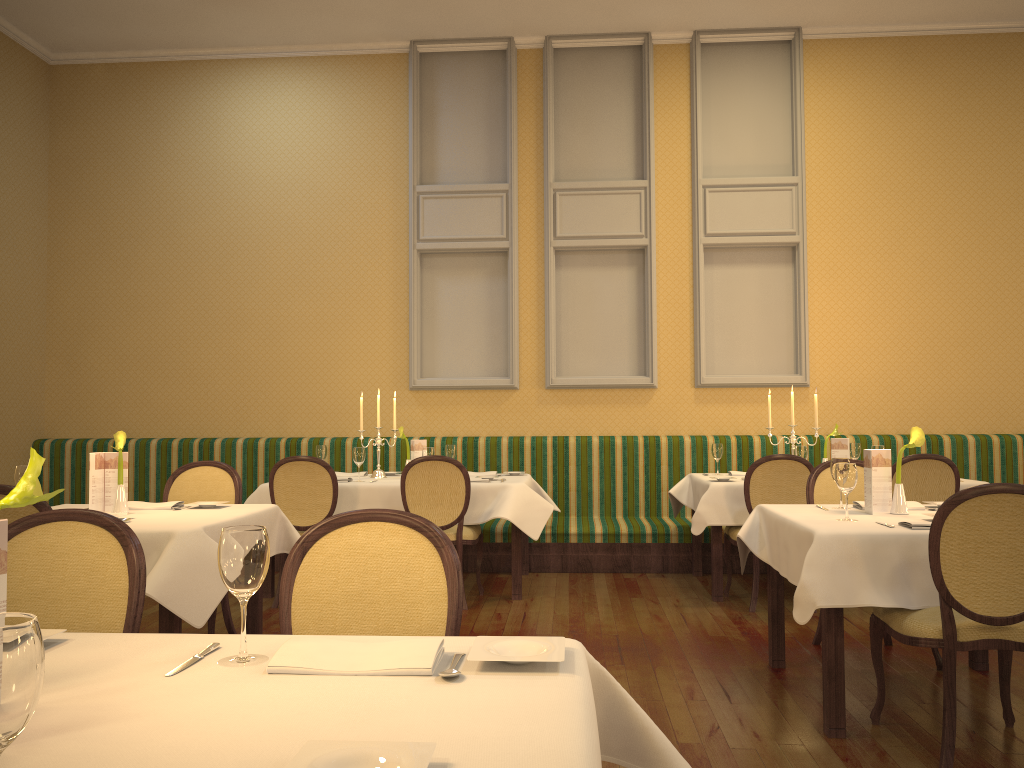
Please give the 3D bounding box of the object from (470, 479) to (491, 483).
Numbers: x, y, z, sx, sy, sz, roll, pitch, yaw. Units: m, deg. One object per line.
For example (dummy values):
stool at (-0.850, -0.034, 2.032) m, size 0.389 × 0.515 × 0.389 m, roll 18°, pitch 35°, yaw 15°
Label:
object at (-0.285, 0.642, 5.890) m, size 0.273 × 0.024 × 0.142 m, roll 0°, pitch -2°, yaw 4°

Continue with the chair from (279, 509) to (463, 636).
chair at (-0.337, 0.772, 1.879) m, size 0.530 × 0.955 × 0.571 m, roll -1°, pitch -2°, yaw 4°

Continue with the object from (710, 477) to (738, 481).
object at (1.389, 0.629, 5.835) m, size 0.160 × 0.024 × 0.160 m, roll 0°, pitch -2°, yaw 4°

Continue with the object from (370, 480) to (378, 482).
object at (-0.935, 0.655, 5.999) m, size 0.017 × 0.010 × 0.185 m, roll -1°, pitch -2°, yaw 4°

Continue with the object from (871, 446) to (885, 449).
object at (2.387, 0.517, 5.780) m, size 0.088 × 0.229 × 0.088 m, roll 1°, pitch -3°, yaw -38°

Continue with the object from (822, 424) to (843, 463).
object at (2.247, 0.464, 6.258) m, size 0.163 × 0.375 × 0.076 m, roll 0°, pitch -2°, yaw -14°

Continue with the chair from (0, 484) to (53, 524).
chair at (-1.821, 0.841, 3.370) m, size 0.530 × 0.955 × 0.571 m, roll -1°, pitch -2°, yaw 4°

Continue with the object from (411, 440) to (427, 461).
object at (-0.680, 0.533, 6.264) m, size 0.081 × 0.277 × 0.166 m, roll -1°, pitch -3°, yaw 25°

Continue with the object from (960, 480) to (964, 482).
object at (2.873, 0.620, 5.733) m, size 0.038 × 0.015 × 0.181 m, roll -1°, pitch -2°, yaw 5°

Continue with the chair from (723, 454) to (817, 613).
chair at (1.633, 0.908, 5.575) m, size 0.530 × 0.955 × 0.571 m, roll -1°, pitch -2°, yaw 4°

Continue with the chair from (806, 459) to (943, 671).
chair at (1.746, 0.859, 4.376) m, size 0.530 × 0.955 × 0.571 m, roll -1°, pitch -2°, yaw 4°

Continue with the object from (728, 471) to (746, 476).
object at (1.715, 0.647, 6.409) m, size 0.273 × 0.033 × 0.142 m, roll 0°, pitch -2°, yaw 4°

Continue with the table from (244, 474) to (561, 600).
table at (-0.743, 1.045, 6.254) m, size 2.152 × 0.759 × 1.385 m, roll -1°, pitch -2°, yaw 4°

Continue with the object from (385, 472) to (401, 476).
object at (-0.915, 0.676, 6.670) m, size 0.160 × 0.024 × 0.160 m, roll 0°, pitch -2°, yaw 4°

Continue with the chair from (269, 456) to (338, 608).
chair at (-1.304, 0.934, 5.770) m, size 0.530 × 0.955 × 0.571 m, roll -1°, pitch -2°, yaw 4°

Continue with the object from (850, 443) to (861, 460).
object at (2.480, 0.542, 6.411) m, size 0.088 × 0.229 × 0.088 m, roll 1°, pitch -3°, yaw -38°

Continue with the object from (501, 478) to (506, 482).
object at (-0.064, 0.645, 5.929) m, size 0.038 × 0.015 × 0.181 m, roll -1°, pitch -2°, yaw 5°

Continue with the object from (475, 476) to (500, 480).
object at (-0.167, 0.648, 6.071) m, size 0.160 × 0.024 × 0.160 m, roll 0°, pitch -2°, yaw 4°

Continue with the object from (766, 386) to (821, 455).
object at (1.971, 0.328, 6.223) m, size 0.390 × 0.655 × 0.131 m, roll -1°, pitch -2°, yaw 23°

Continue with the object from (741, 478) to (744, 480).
object at (1.548, 0.633, 5.873) m, size 0.038 × 0.015 × 0.181 m, roll -1°, pitch -2°, yaw 5°

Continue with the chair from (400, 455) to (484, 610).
chair at (-0.470, 0.926, 5.713) m, size 0.530 × 0.955 × 0.571 m, roll -1°, pitch -2°, yaw 4°

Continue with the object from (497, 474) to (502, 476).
object at (-0.086, 0.670, 6.550) m, size 0.038 × 0.015 × 0.181 m, roll -1°, pitch -2°, yaw 5°

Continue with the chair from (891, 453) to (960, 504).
chair at (2.467, 0.901, 5.518) m, size 0.530 × 0.955 × 0.571 m, roll -1°, pitch -2°, yaw 4°

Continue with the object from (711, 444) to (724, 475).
object at (1.502, 0.551, 6.480) m, size 0.088 × 0.229 × 0.088 m, roll 1°, pitch -3°, yaw -38°

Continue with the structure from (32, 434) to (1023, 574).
structure at (2.975, 0.924, 7.015) m, size 14.516 × 1.031 × 0.850 m, roll 0°, pitch -2°, yaw 4°

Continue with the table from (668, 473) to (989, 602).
table at (2.194, 1.020, 6.059) m, size 2.152 × 0.759 × 1.385 m, roll -1°, pitch -2°, yaw 4°

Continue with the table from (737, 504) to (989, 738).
table at (1.694, 0.927, 3.671) m, size 1.395 × 0.759 × 1.389 m, roll -1°, pitch -2°, yaw 5°

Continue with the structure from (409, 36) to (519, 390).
structure at (-0.424, -1.498, 7.755) m, size 0.956 × 3.103 × 0.200 m, roll 0°, pitch -2°, yaw 4°

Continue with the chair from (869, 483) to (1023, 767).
chair at (1.612, 0.811, 3.141) m, size 0.530 × 0.955 × 0.571 m, roll -1°, pitch -2°, yaw 4°

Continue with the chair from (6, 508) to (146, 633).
chair at (-1.108, 0.778, 1.931) m, size 0.530 × 0.955 × 0.571 m, roll -1°, pitch -2°, yaw 4°

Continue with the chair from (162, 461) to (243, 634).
chair at (-1.687, 0.889, 4.605) m, size 0.530 × 0.955 × 0.571 m, roll -1°, pitch -2°, yaw 4°

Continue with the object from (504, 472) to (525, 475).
object at (0.019, 0.667, 6.589) m, size 0.160 × 0.024 × 0.160 m, roll 0°, pitch -2°, yaw 4°

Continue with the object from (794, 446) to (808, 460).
object at (1.898, 0.522, 5.823) m, size 0.088 × 0.229 × 0.088 m, roll 1°, pitch -3°, yaw -38°

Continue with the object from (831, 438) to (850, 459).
object at (2.215, 0.507, 6.059) m, size 0.081 × 0.277 × 0.166 m, roll 1°, pitch -3°, yaw -25°

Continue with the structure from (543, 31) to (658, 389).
structure at (0.757, -1.508, 7.677) m, size 0.956 × 3.103 × 0.200 m, roll 0°, pitch -2°, yaw 4°

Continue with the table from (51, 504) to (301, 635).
table at (-1.739, 0.957, 3.900) m, size 1.395 × 0.759 × 1.389 m, roll -1°, pitch -2°, yaw 5°

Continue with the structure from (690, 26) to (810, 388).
structure at (2.025, -1.519, 7.592) m, size 0.956 × 3.103 × 0.200 m, roll 0°, pitch -2°, yaw 4°

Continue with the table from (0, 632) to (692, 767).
table at (-0.751, 0.842, 1.185) m, size 2.152 × 0.759 × 1.385 m, roll -1°, pitch -2°, yaw 4°
